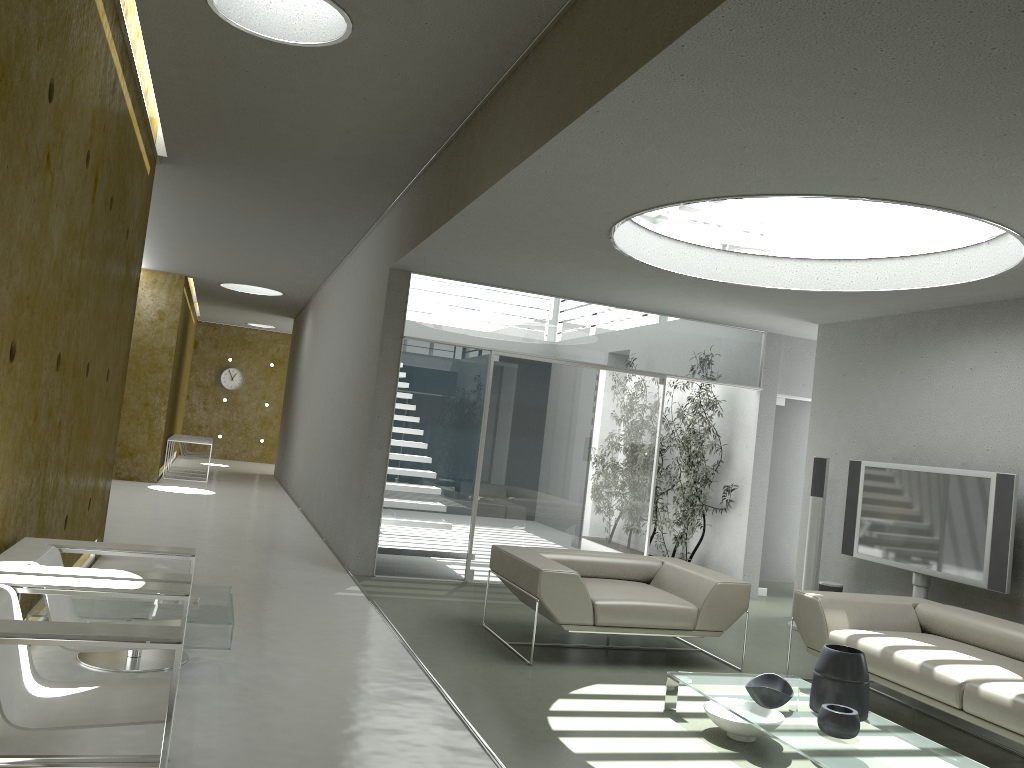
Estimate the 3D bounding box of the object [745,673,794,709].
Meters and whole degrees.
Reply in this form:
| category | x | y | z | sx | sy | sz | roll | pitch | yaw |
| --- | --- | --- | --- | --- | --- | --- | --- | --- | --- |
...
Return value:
| category | x | y | z | sx | sy | sz | roll | pitch | yaw |
| --- | --- | --- | --- | --- | --- | --- | --- | --- | --- |
| object | 1.230 | 1.479 | 4.242 | 0.223 | 0.125 | 0.317 | 5 | -4 | 19 |

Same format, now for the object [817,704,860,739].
| category | x | y | z | sx | sy | sz | roll | pitch | yaw |
| --- | --- | --- | --- | --- | --- | --- | --- | --- | --- |
| object | 1.438 | 1.488 | 3.905 | 0.177 | 0.113 | 0.177 | 9 | -4 | -37 |

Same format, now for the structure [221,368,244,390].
| category | x | y | z | sx | sy | sz | roll | pitch | yaw |
| --- | --- | --- | --- | --- | --- | --- | --- | --- | --- |
| structure | -6.855 | -0.121 | 21.745 | 0.547 | 0.539 | 0.016 | 8 | -4 | -18 |

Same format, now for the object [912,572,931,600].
| category | x | y | z | sx | sy | sz | roll | pitch | yaw |
| --- | --- | --- | --- | --- | --- | --- | --- | --- | --- |
| object | 2.905 | 1.720 | 6.465 | 0.323 | 0.689 | 0.882 | 8 | -4 | -18 |

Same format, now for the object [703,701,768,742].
| category | x | y | z | sx | sy | sz | roll | pitch | yaw |
| --- | --- | --- | --- | --- | --- | --- | --- | --- | --- |
| object | 1.132 | 1.677 | 4.362 | 0.387 | 0.124 | 0.387 | 3 | -5 | 44 |

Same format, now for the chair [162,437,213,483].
| category | x | y | z | sx | sy | sz | roll | pitch | yaw |
| --- | --- | --- | --- | --- | --- | --- | --- | --- | --- |
| chair | -5.549 | 1.295 | 15.209 | 0.710 | 0.667 | 0.800 | 8 | -4 | -18 |

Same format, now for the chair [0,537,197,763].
| category | x | y | z | sx | sy | sz | roll | pitch | yaw |
| --- | --- | --- | --- | --- | --- | --- | --- | --- | --- |
| chair | -1.699 | 1.034 | 3.574 | 0.710 | 0.667 | 0.800 | 8 | -4 | -18 |

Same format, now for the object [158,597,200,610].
| category | x | y | z | sx | sy | sz | roll | pitch | yaw |
| --- | --- | --- | --- | --- | --- | --- | --- | --- | --- |
| object | -1.686 | 1.110 | 4.493 | 0.197 | 0.029 | 0.189 | 8 | -4 | -18 |

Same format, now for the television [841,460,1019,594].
| category | x | y | z | sx | sy | sz | roll | pitch | yaw |
| --- | --- | --- | --- | --- | --- | --- | --- | --- | --- |
| television | 3.040 | 0.998 | 6.526 | 0.127 | 0.781 | 1.603 | 8 | -4 | -18 |

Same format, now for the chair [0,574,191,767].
| category | x | y | z | sx | sy | sz | roll | pitch | yaw |
| --- | --- | --- | --- | --- | --- | --- | --- | --- | --- |
| chair | -1.430 | 1.016 | 2.762 | 0.710 | 0.667 | 0.800 | 8 | -4 | -18 |

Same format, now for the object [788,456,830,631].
| category | x | y | z | sx | sy | sz | roll | pitch | yaw |
| --- | --- | --- | --- | --- | --- | --- | --- | --- | --- |
| object | 2.586 | 1.356 | 7.576 | 0.310 | 1.469 | 0.310 | 6 | -3 | 9 |

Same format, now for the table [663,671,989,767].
| category | x | y | z | sx | sy | sz | roll | pitch | yaw |
| --- | --- | --- | --- | --- | --- | --- | --- | --- | --- |
| table | 1.419 | 1.655 | 4.104 | 0.790 | 0.200 | 1.500 | 8 | -4 | -18 |

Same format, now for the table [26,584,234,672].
| category | x | y | z | sx | sy | sz | roll | pitch | yaw |
| --- | --- | --- | --- | --- | --- | --- | --- | --- | --- |
| table | -1.919 | 1.252 | 4.550 | 0.900 | 0.300 | 0.900 | 8 | -4 | -18 |

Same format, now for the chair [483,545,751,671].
| category | x | y | z | sx | sy | sz | roll | pitch | yaw |
| --- | --- | --- | --- | --- | --- | --- | --- | --- | --- |
| chair | 0.678 | 1.492 | 5.992 | 1.481 | 0.583 | 1.039 | 8 | -4 | -18 |

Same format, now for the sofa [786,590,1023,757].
| category | x | y | z | sx | sy | sz | roll | pitch | yaw |
| --- | --- | --- | --- | --- | --- | --- | --- | --- | --- |
| sofa | 2.684 | 1.629 | 4.520 | 1.037 | 0.585 | 2.791 | 8 | -4 | -18 |

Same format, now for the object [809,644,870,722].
| category | x | y | z | sx | sy | sz | roll | pitch | yaw |
| --- | --- | --- | --- | --- | --- | --- | --- | --- | --- |
| object | 1.577 | 1.425 | 4.252 | 0.265 | 0.309 | 0.265 | 9 | -4 | -35 |

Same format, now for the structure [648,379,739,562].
| category | x | y | z | sx | sy | sz | roll | pitch | yaw |
| --- | --- | --- | --- | --- | --- | --- | --- | --- | --- |
| structure | 1.597 | 0.857 | 10.516 | 0.646 | 2.589 | 3.371 | 8 | -4 | -18 |

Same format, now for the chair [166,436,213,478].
| category | x | y | z | sx | sy | sz | roll | pitch | yaw |
| --- | --- | --- | --- | --- | --- | --- | --- | --- | --- |
| chair | -5.818 | 1.313 | 16.022 | 0.710 | 0.667 | 0.800 | 8 | -4 | -18 |

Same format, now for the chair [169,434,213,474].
| category | x | y | z | sx | sy | sz | roll | pitch | yaw |
| --- | --- | --- | --- | --- | --- | --- | --- | --- | --- |
| chair | -6.087 | 1.332 | 16.835 | 0.710 | 0.667 | 0.800 | 8 | -4 | -18 |

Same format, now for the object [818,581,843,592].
| category | x | y | z | sx | sy | sz | roll | pitch | yaw |
| --- | --- | --- | --- | --- | --- | --- | --- | --- | --- |
| object | 2.545 | 1.834 | 7.142 | 0.175 | 0.461 | 0.185 | 8 | -4 | -23 |
